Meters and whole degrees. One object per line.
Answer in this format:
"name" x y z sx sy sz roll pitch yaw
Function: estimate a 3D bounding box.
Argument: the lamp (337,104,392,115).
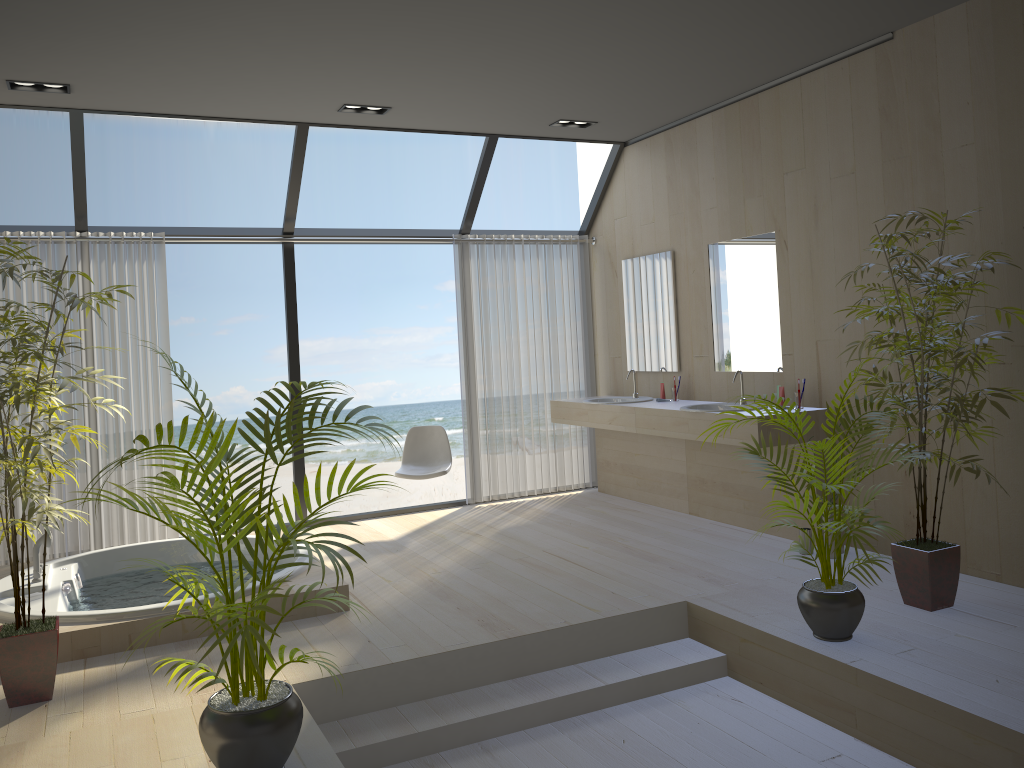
"lamp" -0.925 -1.767 5.535 0.301 0.112 0.164 -4 2 -26

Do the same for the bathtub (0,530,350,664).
"bathtub" -1.960 1.082 4.614 1.823 0.699 1.646 -4 2 -26

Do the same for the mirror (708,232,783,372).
"mirror" 1.508 -0.511 5.727 0.023 0.869 0.652 -3 0 -26

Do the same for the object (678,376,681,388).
"object" 1.172 0.033 6.264 0.054 0.175 0.012 -3 -1 0

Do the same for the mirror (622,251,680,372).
"mirror" 1.035 -0.530 6.649 0.023 0.869 0.652 -3 0 -26

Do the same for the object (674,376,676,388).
"object" 1.149 0.034 6.235 0.012 0.178 0.050 -3 -1 14

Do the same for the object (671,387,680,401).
"object" 1.158 0.075 6.264 0.058 0.100 0.058 -3 0 -19

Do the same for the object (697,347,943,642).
"object" 1.211 0.437 3.556 0.915 1.158 0.751 -3 0 8

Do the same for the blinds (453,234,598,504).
"blinds" 0.127 -0.155 7.056 1.184 2.072 0.084 -3 -1 -26

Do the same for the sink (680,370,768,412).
"sink" 1.305 0.132 5.473 0.504 0.419 0.573 -3 2 -22

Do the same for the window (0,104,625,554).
"window" -1.264 -0.384 6.184 4.566 2.815 0.744 -4 0 -26

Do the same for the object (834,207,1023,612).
"object" 1.851 0.099 3.922 0.787 1.757 0.935 -3 0 -1

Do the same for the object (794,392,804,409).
"object" 1.680 0.099 5.177 0.058 0.100 0.058 -3 0 -15

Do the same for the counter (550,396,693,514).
"counter" 0.832 0.519 6.605 0.551 0.791 1.204 -3 2 -26

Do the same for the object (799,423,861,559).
"object" 1.778 0.566 4.904 0.407 0.749 0.273 -3 0 -38

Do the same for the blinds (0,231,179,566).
"blinds" -2.802 0.064 5.644 1.184 2.072 0.084 -3 -1 -26

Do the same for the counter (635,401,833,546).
"counter" 1.354 0.542 5.518 0.551 0.791 1.204 -3 2 -26

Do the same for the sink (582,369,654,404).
"sink" 0.782 0.108 6.559 0.504 0.419 0.573 -3 2 -22

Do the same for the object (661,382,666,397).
"object" 1.096 0.052 6.436 0.039 0.135 0.039 -3 -1 23

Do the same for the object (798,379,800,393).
"object" 1.671 0.058 5.149 0.012 0.178 0.050 -3 -1 14

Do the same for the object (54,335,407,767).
"object" -0.771 0.492 2.700 1.067 1.346 0.872 -3 0 -37

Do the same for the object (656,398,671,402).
"object" 1.068 0.112 6.243 0.104 0.029 0.032 -2 1 15

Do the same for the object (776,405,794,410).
"object" 1.590 0.136 5.157 0.104 0.029 0.032 -2 1 15

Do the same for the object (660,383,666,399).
"object" 1.076 0.059 6.324 0.039 0.135 0.039 -3 -1 23

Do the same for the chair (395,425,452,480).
"chair" -0.625 0.488 6.283 0.369 0.347 0.454 -3 1 3

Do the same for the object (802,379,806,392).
"object" 1.694 0.057 5.178 0.054 0.175 0.012 -3 -1 0

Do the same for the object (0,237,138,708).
"object" -1.927 0.322 3.349 0.787 1.757 0.935 -3 0 -1

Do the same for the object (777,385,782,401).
"object" 1.618 0.076 5.349 0.039 0.135 0.039 -3 -1 16

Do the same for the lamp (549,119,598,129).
"lamp" 0.426 -1.868 6.187 0.301 0.112 0.164 -4 2 -26

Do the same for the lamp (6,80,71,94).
"lamp" -2.543 -1.647 4.755 0.301 0.112 0.164 -4 2 -26

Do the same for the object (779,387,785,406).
"object" 1.598 0.083 5.237 0.039 0.135 0.039 -3 -1 16
